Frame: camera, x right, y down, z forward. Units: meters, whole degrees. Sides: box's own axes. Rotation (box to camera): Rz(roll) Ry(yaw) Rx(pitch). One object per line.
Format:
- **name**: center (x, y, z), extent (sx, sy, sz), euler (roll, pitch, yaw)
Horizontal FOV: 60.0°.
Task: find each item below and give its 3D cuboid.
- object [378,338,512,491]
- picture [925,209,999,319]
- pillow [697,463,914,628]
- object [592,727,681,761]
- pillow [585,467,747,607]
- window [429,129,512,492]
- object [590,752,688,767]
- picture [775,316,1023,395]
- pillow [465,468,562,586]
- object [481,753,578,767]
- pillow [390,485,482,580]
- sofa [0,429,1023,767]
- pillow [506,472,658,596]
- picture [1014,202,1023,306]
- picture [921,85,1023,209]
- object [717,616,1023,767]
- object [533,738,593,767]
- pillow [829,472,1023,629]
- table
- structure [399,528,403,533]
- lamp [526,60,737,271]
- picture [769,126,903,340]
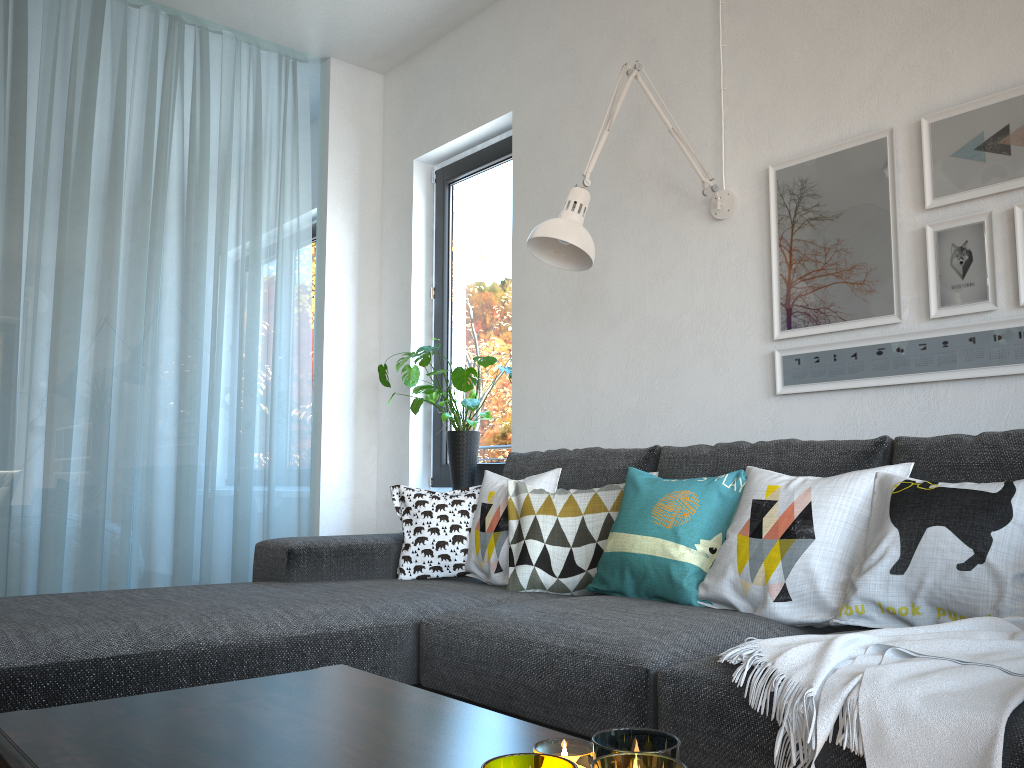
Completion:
- **object**: center (-0.288, 0.120, 3.750), extent (0.658, 0.674, 0.448), euler (-5, -8, 40)
- **picture**: center (1.132, -0.297, 2.228), extent (0.021, 0.248, 0.166), euler (5, -8, -40)
- **pillow**: center (0.634, 0.362, 1.987), extent (0.285, 0.368, 0.437), euler (5, -8, -40)
- **object**: center (0.111, 0.360, 0.794), extent (0.079, 0.081, 0.079), euler (-6, -9, 45)
- **pillow**: center (0.406, 0.376, 2.254), extent (0.273, 0.340, 0.414), euler (5, -8, -40)
- **window**: center (6.231, 3.267, 15.932), extent (24.387, 18.344, 13.990), euler (4, -7, -34)
- **object**: center (0.103, 0.351, 0.716), extent (0.079, 0.081, 0.079), euler (-6, -9, 45)
- **picture**: center (1.053, -0.071, 2.300), extent (0.021, 0.136, 0.838), euler (5, -8, -40)
- **pillow**: center (-0.006, 0.425, 2.642), extent (0.173, 0.343, 0.360), euler (5, -8, -40)
- **object**: center (0.014, 0.350, 0.713), extent (0.079, 0.081, 0.079), euler (-6, -9, 45)
- **pillow**: center (-0.216, 0.464, 2.748), extent (0.334, 0.319, 0.160), euler (1, -6, -5)
- **sofa**: center (0.013, 0.500, 1.709), extent (2.164, 0.846, 2.510), euler (5, -8, -40)
- **pillow**: center (0.201, 0.430, 2.507), extent (0.454, 0.362, 0.243), euler (-2, -6, 16)
- **picture**: center (1.269, -0.315, 2.066), extent (0.021, 0.248, 0.166), euler (5, -8, -40)
- **picture**: center (1.205, -0.593, 2.171), extent (0.021, 0.248, 0.390), euler (5, -8, -40)
- **object**: center (0.606, 0.479, 1.398), extent (0.606, 0.212, 0.488), euler (6, -9, -44)
- **object**: center (0.050, 0.375, 0.838), extent (0.060, 0.061, 0.060), euler (4, -7, -35)
- **pillow**: center (0.851, 0.328, 1.722), extent (0.266, 0.317, 0.382), euler (5, -8, -40)
- **table**: center (-0.129, 0.618, 0.903), extent (0.570, 0.408, 1.180), euler (5, -8, -40)
- **structure**: center (-0.230, 0.842, 3.679), extent (0.076, 0.459, 0.818), euler (5, -8, -42)
- **lamp**: center (0.355, -0.653, 2.689), extent (0.698, 0.669, 0.200), euler (4, -7, -31)
- **picture**: center (0.904, -0.412, 2.506), extent (0.013, 0.533, 0.390), euler (5, -8, -40)
